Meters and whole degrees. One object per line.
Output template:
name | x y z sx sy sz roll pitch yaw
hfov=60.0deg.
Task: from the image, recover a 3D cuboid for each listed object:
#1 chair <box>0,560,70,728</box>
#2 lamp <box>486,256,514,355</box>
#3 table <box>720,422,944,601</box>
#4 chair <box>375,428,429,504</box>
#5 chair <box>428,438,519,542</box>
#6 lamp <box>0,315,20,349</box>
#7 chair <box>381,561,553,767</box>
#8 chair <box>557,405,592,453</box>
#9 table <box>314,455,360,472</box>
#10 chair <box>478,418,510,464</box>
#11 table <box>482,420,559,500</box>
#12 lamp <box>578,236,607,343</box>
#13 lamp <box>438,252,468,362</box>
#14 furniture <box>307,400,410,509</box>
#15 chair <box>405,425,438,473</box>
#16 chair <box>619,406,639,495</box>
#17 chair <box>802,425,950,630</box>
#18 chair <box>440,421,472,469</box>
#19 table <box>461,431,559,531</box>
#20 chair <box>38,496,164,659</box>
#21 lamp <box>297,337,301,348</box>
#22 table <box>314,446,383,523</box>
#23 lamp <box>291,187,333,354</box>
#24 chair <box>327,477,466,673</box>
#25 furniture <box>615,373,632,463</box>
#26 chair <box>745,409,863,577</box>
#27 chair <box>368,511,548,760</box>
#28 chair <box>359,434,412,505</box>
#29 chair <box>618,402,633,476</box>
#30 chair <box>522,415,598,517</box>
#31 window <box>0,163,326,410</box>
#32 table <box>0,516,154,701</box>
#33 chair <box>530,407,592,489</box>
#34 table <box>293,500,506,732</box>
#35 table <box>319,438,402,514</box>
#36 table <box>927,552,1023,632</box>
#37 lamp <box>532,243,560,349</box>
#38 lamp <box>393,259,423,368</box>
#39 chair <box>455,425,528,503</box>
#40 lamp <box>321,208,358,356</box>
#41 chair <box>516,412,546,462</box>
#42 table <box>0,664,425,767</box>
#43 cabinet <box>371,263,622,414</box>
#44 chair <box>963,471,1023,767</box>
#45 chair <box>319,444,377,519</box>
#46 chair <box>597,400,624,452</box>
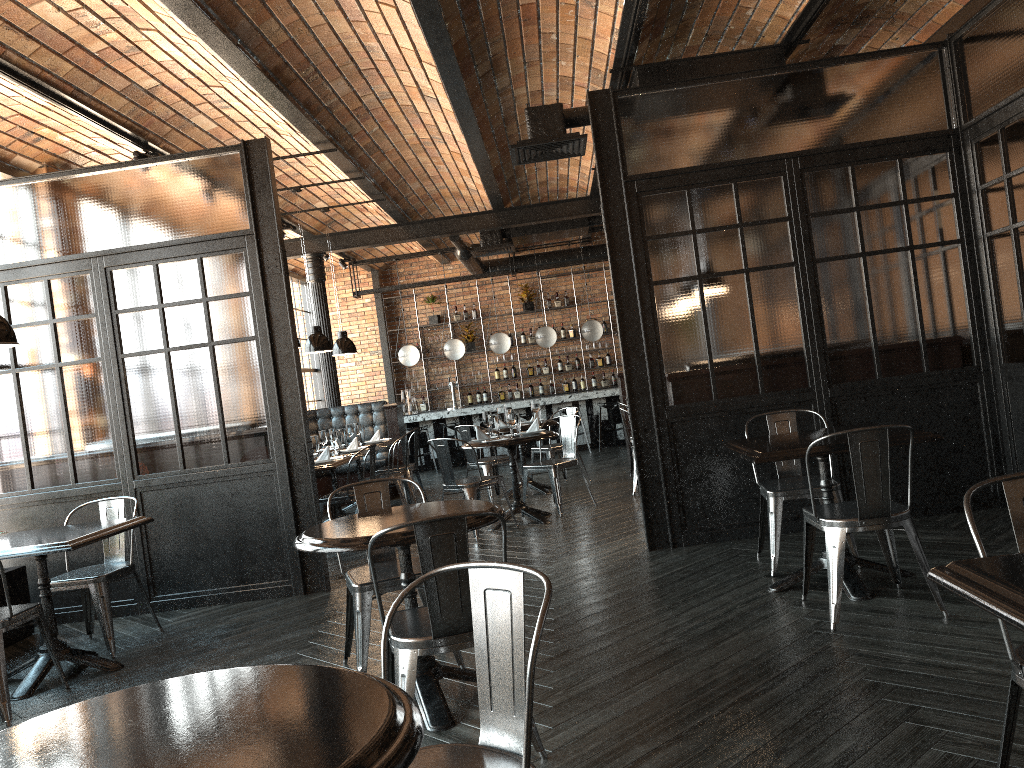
chair | -2.551 1.154 4.236 0.504 0.857 0.558 -8 0 3
lamp | -0.280 -1.322 14.029 0.340 1.754 0.340 -8 0 -41
table | 1.629 0.644 4.546 0.872 0.758 0.872 -8 0 3
chair | -1.273 0.952 9.917 0.558 0.857 0.504 -8 0 8
chair | -0.357 0.843 7.457 0.504 0.857 0.558 -7 0 43
lamp | -2.924 -1.015 4.770 0.291 1.653 0.291 -8 0 -22
chair | -0.162 0.848 1.791 0.504 0.857 0.558 -7 0 43
chair | 0.910 0.701 13.498 0.475 0.737 0.414 -8 0 -2
table | -1.816 1.087 7.782 0.872 0.758 0.872 -8 0 3
chair | -0.299 0.863 13.562 0.475 0.737 0.414 -8 0 -2
table | 0.120 0.818 9.630 0.866 0.758 0.866 -8 0 -33
lamp | 1.171 -1.516 13.951 0.340 1.754 0.340 -8 0 -41
lamp | -1.005 -1.226 14.068 0.340 1.754 0.340 -8 0 -41
furniture | -2.456 0.938 8.907 1.979 1.212 5.451 -8 0 3
chair | -1.422 1.013 13.622 0.475 0.737 0.414 -8 0 -7
chair | 1.382 0.604 8.679 0.558 0.857 0.504 -8 0 13
chair | 1.581 0.603 4.036 0.504 0.857 0.558 -8 0 3
chair | -0.857 0.937 13.592 0.475 0.737 0.414 -8 0 8
table | 0.025 0.841 7.797 0.866 0.758 0.866 -8 0 -33
chair | -2.483 1.139 5.276 0.504 0.857 0.558 -8 0 8
lamp | -2.101 -1.122 7.768 0.291 1.653 0.291 -8 0 -22
table | -1.760 1.074 8.871 0.872 0.758 0.872 -8 0 3
lamp | -2.044 -1.135 8.869 0.291 1.653 0.291 -7 0 28
chair | -0.567 0.889 4.132 0.504 0.857 0.558 -8 0 -17
furniture | 2.229 0.313 8.653 1.979 1.212 5.451 -8 0 3
chair | 1.631 0.590 5.067 0.504 0.857 0.558 -8 0 8
chair | -0.230 0.850 3.098 0.504 0.857 0.558 -8 0 -12
chair | -1.270 0.958 8.872 0.558 0.857 0.504 -8 0 -2
chair | 1.497 0.583 9.756 0.558 0.857 0.504 -8 0 3
chair | 0.391 0.740 8.139 0.504 0.857 0.558 -7 0 43
window | -3.898 -0.144 7.731 0.168 3.253 16.179 -8 0 3
table | -2.497 1.194 4.767 0.872 0.758 0.872 -8 0 3
chair | 0.505 0.714 9.974 0.558 0.857 0.504 -8 0 -32
table | -0.409 0.921 3.628 0.866 0.758 0.866 -8 0 -8
table | -1.703 1.060 9.973 0.872 0.758 0.872 -8 0 3
table | 1.346 0.698 1.452 0.872 0.758 0.872 -8 0 3
lamp | 0.445 -1.419 13.990 0.340 1.754 0.340 -8 0 -41
lamp | -1.731 -1.129 14.106 0.340 1.754 0.340 -8 0 -41
chair | -0.247 0.819 9.289 0.558 0.857 0.504 -8 0 -42
lamp | -1.987 -1.149 9.969 0.291 1.653 0.291 -8 0 -42
chair | 0.276 0.786 13.532 0.475 0.737 0.414 -8 0 13
table | -0.526 0.949 1.396 0.866 0.758 0.866 -8 0 -38
cabinet | -0.617 -0.578 15.812 7.075 3.779 0.564 -8 0 3
chair | 1.358 0.644 1.962 0.504 0.857 0.558 -8 0 3
chair | -1.421 0.984 7.760 0.558 0.857 0.504 -8 0 8
chair | 1.523 0.620 13.465 0.475 0.737 0.414 -8 0 8
